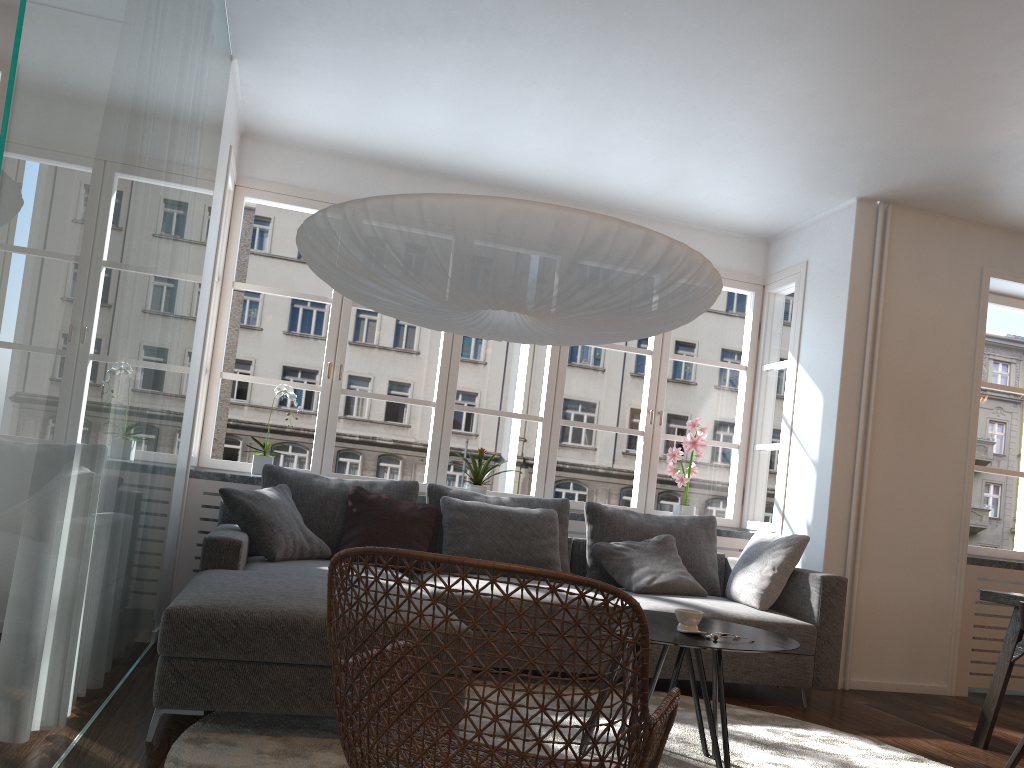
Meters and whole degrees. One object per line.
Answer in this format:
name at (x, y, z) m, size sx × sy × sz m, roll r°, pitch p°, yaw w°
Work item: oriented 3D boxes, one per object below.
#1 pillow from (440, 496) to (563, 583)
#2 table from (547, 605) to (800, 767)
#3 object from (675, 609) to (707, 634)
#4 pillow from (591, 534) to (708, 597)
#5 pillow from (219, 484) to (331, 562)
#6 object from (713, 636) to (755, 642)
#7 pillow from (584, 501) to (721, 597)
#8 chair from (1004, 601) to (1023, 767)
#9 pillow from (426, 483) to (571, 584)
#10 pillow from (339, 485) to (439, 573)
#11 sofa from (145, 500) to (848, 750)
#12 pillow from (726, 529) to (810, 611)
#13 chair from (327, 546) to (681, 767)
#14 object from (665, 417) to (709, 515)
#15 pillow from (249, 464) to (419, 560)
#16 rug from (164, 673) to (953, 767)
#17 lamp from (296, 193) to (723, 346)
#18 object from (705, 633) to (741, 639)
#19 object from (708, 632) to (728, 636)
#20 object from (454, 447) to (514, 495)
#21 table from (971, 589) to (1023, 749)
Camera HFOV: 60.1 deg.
pillow at (-0.054, 0.829, 4.691) m, size 0.668 × 0.395 × 0.293 m, roll 8°, pitch -5°, yaw -14°
table at (0.514, 1.057, 3.005) m, size 0.848 × 0.470 × 0.851 m, roll 8°, pitch -7°, yaw -12°
object at (0.578, 0.774, 2.873) m, size 0.091 × 0.069 × 0.140 m, roll 7°, pitch -7°, yaw -2°
pillow at (0.746, 0.967, 4.783) m, size 0.495 × 0.319 × 0.444 m, roll 10°, pitch -7°, yaw -32°
pillow at (-1.126, 0.660, 4.243) m, size 0.346 × 0.357 × 0.519 m, roll 4°, pitch -7°, yaw 25°
object at (0.705, 0.806, 2.800) m, size 0.168 × 0.015 × 0.015 m, roll 10°, pitch -7°, yaw -27°
pillow at (0.808, 0.951, 5.049) m, size 0.838 × 0.474 × 0.276 m, roll 8°, pitch -5°, yaw -14°
chair at (2.183, 1.188, 3.300) m, size 0.521 × 0.667 × 0.595 m, roll 8°, pitch -5°, yaw -15°
pillow at (-0.073, 0.820, 4.835) m, size 0.841 × 0.472 × 0.278 m, roll 8°, pitch -5°, yaw -14°
pillow at (-0.625, 0.740, 4.520) m, size 0.522 × 0.401 × 0.312 m, roll 8°, pitch -5°, yaw -12°
sofa at (0.161, 1.050, 3.982) m, size 3.075 × 0.668 × 2.049 m, roll 8°, pitch -7°, yaw -14°
pillow at (1.312, 0.980, 4.703) m, size 0.287 × 0.412 × 0.496 m, roll 8°, pitch -6°, yaw -15°
chair at (-0.023, 0.723, 1.928) m, size 0.717 × 0.705 × 0.691 m, roll 5°, pitch -6°, yaw 18°
object at (1.109, 0.552, 5.628) m, size 0.202 × 0.687 × 0.297 m, roll 9°, pitch -5°, yaw -35°
pillow at (-0.907, 0.696, 4.610) m, size 0.838 × 0.475 × 0.276 m, roll 8°, pitch -5°, yaw -14°
rug at (0.387, 1.258, 2.866) m, size 2.854 × 0.012 × 2.839 m, roll 12°, pitch -9°, yaw -34°
lamp at (-0.019, -0.311, 3.111) m, size 1.467 × 0.209 × 1.482 m, roll 3°, pitch -8°, yaw 22°
object at (0.677, 0.807, 2.833) m, size 0.165 × 0.016 × 0.025 m, roll 13°, pitch -9°, yaw -39°
object at (0.671, 0.817, 2.890) m, size 0.026 × 0.010 × 0.125 m, roll 0°, pitch -10°, yaw 42°
object at (-0.168, 0.542, 5.284) m, size 0.379 × 0.326 × 0.322 m, roll 11°, pitch -7°, yaw -39°
table at (2.890, 1.204, 2.856) m, size 1.109 × 0.675 × 2.512 m, roll 8°, pitch -7°, yaw -14°
